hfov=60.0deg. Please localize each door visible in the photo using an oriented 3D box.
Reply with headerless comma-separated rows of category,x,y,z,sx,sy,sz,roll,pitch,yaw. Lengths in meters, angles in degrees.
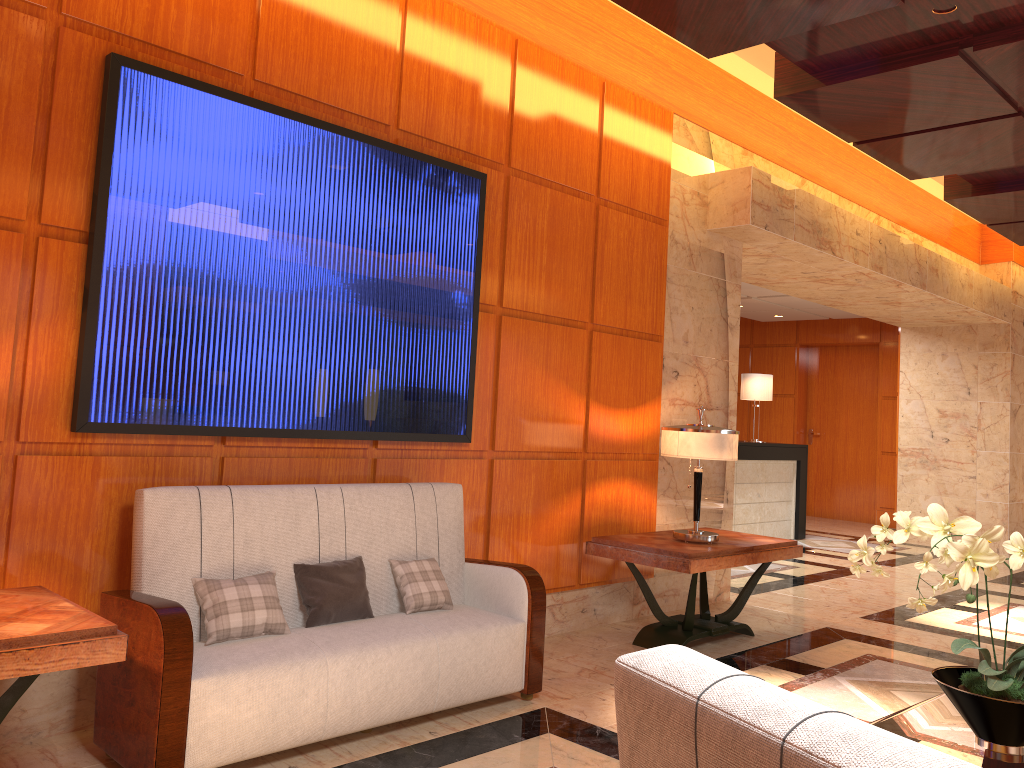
door,5.025,0.729,13.543,1.285,2.705,0.339,-1,-6,44

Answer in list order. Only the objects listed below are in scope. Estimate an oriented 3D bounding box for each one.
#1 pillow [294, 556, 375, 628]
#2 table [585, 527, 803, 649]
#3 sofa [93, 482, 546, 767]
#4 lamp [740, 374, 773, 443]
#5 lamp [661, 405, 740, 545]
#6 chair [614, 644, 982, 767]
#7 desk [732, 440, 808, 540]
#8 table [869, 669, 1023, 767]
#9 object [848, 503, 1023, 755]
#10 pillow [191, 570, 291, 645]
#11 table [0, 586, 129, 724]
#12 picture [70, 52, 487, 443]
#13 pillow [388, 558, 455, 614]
pillow,-0.740,0.864,3.688,0.160,0.253,0.357,0,-4,41
table,1.117,1.245,5.369,0.725,0.608,1.267,0,-4,45
sofa,-0.679,0.904,3.650,1.794,0.935,0.612,6,-5,-45
lamp,2.970,0.295,10.786,0.372,0.822,0.372,5,-4,-20
lamp,1.111,0.531,5.280,0.458,0.812,0.458,6,-5,-36
chair,0.515,0.861,1.119,0.627,0.964,0.737,5,-4,-26
desk,2.252,1.215,10.141,0.941,1.144,2.919,0,-4,45
table,1.385,1.201,2.316,1.556,0.497,0.722,5,-4,-42
object,1.293,0.636,2.315,0.788,0.619,0.416,2,-4,22
pillow,-1.025,0.844,3.360,0.343,0.227,0.195,6,-4,-40
table,-1.838,0.964,2.380,0.725,0.608,1.267,0,-4,45
picture,-0.893,-0.480,4.057,0.056,1.456,1.992,-1,-5,45
pillow,-0.403,0.908,3.979,0.273,0.230,0.202,6,-5,-43
